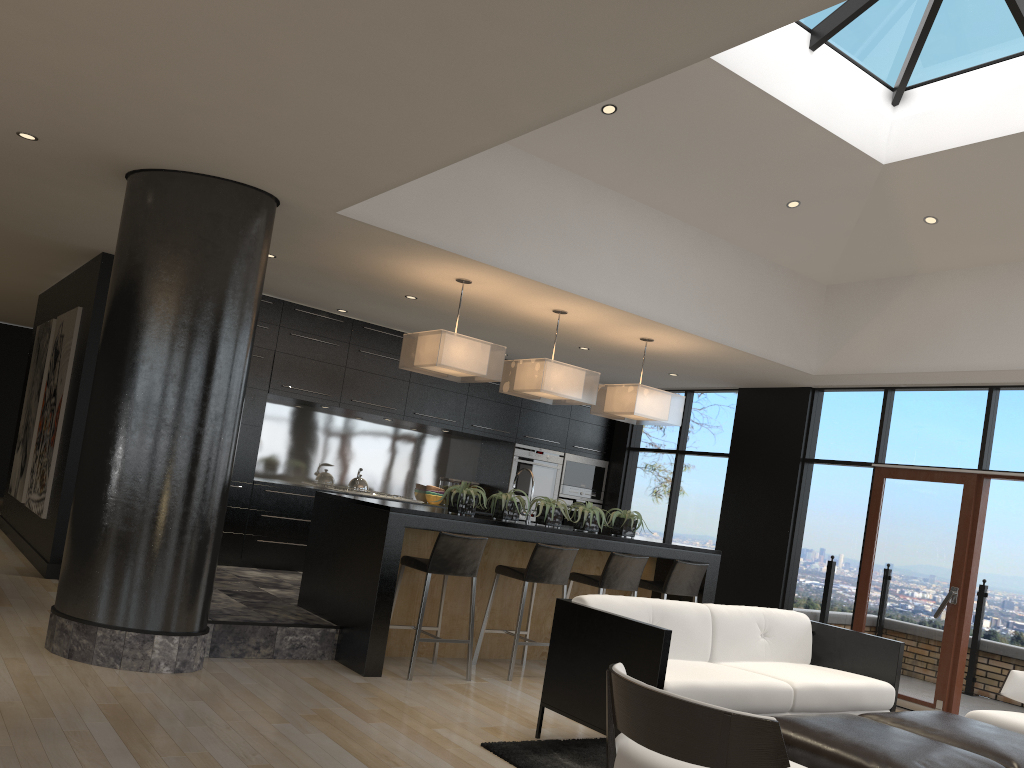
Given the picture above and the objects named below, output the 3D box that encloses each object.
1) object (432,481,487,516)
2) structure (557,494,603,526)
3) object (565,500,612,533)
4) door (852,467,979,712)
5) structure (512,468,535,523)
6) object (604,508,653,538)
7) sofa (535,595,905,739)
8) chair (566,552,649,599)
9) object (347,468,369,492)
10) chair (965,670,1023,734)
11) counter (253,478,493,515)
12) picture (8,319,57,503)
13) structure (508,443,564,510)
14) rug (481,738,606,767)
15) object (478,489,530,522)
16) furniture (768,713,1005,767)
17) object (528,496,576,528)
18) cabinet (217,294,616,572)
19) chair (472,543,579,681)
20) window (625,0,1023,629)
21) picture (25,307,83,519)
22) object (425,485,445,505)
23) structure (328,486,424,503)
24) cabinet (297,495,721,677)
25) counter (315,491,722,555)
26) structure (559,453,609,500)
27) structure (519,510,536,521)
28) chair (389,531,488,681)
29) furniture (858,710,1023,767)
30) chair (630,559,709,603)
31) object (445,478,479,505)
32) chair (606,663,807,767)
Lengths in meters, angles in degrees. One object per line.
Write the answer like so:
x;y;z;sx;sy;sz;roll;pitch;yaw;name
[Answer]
-0.378;0.790;6.185;0.407;0.238;0.399;10;-6;-10;object
0.785;1.561;10.454;0.684;0.443;0.070;13;-4;-35;structure
0.628;1.032;6.855;0.407;0.238;0.399;10;-6;-10;object
3.334;1.705;7.450;0.096;1.983;0.894;10;-3;-35;door
-0.034;1.175;7.129;2.802;1.013;0.653;14;-6;-35;structure
0.904;1.121;7.126;0.399;0.216;0.408;10;-6;-10;object
1.239;1.679;4.951;2.051;0.799;0.836;13;-6;-35;sofa
0.680;1.745;6.755;0.480;0.959;0.517;11;-4;-35;chair
-1.566;0.977;9.069;0.223;0.229;0.220;13;-6;-42;object
3.124;2.046;5.019;0.690;0.671;0.803;12;-6;-35;chair
-1.448;1.196;9.289;2.887;0.033;0.729;14;-9;-35;counter
-5.046;0.281;9.315;0.077;1.864;1.151;10;-3;-35;picture
0.263;1.080;10.059;0.707;0.703;0.085;12;-3;-35;structure
1.780;2.070;4.219;3.061;0.011;2.477;14;-9;-34;rug
-0.035;0.871;6.403;0.399;0.238;0.408;10;-6;-10;object
1.531;1.740;3.806;0.835;0.480;0.826;13;-7;-35;furniture
0.326;0.968;6.634;0.407;0.216;0.399;10;-6;-10;object
-1.363;0.748;9.284;5.781;2.512;0.725;13;-4;-35;cabinet
0.119;1.606;6.349;0.480;0.959;0.517;11;-4;-35;chair
0.142;-0.987;1.243;10.084;4.757;16.069;3;-9;41;window
-4.233;0.260;8.171;0.077;1.864;1.151;10;-3;-35;picture
-0.871;1.254;9.946;0.206;0.204;0.184;12;-5;-34;object
-1.434;1.173;9.273;0.909;0.066;0.519;14;-9;-35;structure
0.066;1.625;6.875;3.143;1.032;1.176;14;-7;-35;cabinet
0.148;1.099;6.892;3.144;0.031;1.177;14;-9;-35;counter
0.857;1.105;10.468;0.682;0.471;0.026;13;-4;-35;structure
0.153;1.789;10.036;0.707;0.703;0.085;12;-3;-35;structure
-0.512;1.449;5.892;0.480;0.959;0.517;11;-4;-35;chair
2.214;1.909;4.300;0.835;0.480;0.826;13;-7;-35;furniture
1.220;1.879;7.147;0.480;0.959;0.517;11;-4;-35;chair
-0.575;1.270;10.186;0.369;0.314;0.113;12;-4;-35;object
0.688;1.437;3.216;0.690;0.671;0.803;12;-6;-35;chair
